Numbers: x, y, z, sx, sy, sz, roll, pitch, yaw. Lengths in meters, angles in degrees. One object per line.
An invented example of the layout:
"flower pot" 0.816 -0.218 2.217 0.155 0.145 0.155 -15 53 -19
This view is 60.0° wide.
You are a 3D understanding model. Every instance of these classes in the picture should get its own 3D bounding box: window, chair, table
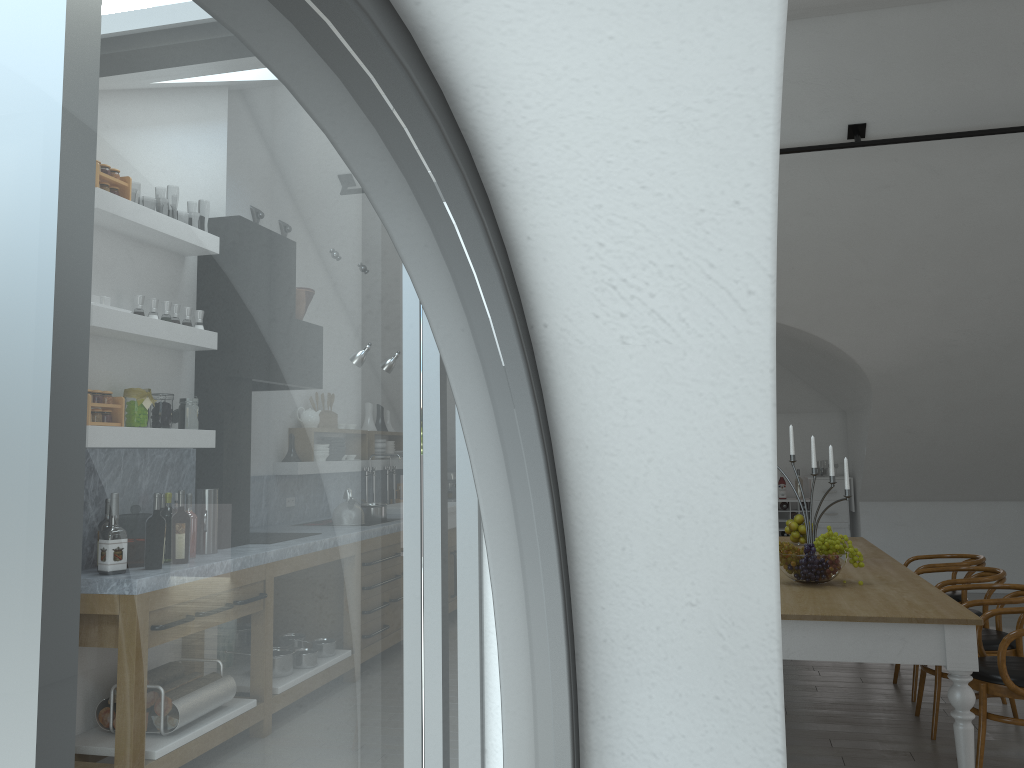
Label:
"window" -0.139 0.462 0.464 0.104 1.475 1.466 -2 -6 14
"chair" 2.646 1.483 5.325 0.621 0.737 0.526 -2 -6 9
"chair" 2.454 1.431 4.626 0.621 0.737 0.526 -2 -6 14
"chair" 2.317 1.378 3.915 0.621 0.737 0.526 -3 -6 17
"chair" 2.888 1.533 6.005 0.621 0.737 0.526 -3 -6 17
"table" 1.746 1.447 5.129 1.018 0.801 3.340 -2 -5 14

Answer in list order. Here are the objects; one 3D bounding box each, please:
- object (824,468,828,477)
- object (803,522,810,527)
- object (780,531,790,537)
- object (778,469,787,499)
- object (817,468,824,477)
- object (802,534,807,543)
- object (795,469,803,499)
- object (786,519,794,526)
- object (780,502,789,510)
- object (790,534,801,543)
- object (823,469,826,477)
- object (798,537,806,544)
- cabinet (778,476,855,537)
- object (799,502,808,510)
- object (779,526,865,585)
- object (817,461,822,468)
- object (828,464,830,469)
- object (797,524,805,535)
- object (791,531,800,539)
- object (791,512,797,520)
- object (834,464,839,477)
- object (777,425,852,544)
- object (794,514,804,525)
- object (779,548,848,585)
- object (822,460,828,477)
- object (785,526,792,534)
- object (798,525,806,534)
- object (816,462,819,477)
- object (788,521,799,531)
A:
"object" 3.472 0.983 9.835 0.071 0.099 0.071 -3 -6 22
"object" 2.055 0.982 6.169 0.058 0.057 0.053 -4 -6 28
"object" 3.050 1.653 9.787 0.156 0.086 0.330 -2 -5 15
"object" 3.011 1.119 9.883 0.081 0.331 0.081 -2 -6 10
"object" 3.376 0.970 9.696 0.081 0.105 0.081 3 -7 -38
"object" 2.055 1.077 6.183 0.063 0.064 0.063 -3 -6 25
"object" 3.185 1.112 9.834 0.085 0.332 0.085 2 -7 -27
"object" 1.961 0.981 6.245 0.062 0.060 0.062 -2 -5 15
"object" 3.016 1.349 9.824 0.092 0.094 0.358 -2 -5 15
"object" 1.982 1.073 6.196 0.080 0.074 0.078 2 -6 -31
"object" 3.425 0.985 9.766 0.077 0.085 0.077 -3 -6 22
"object" 2.007 1.082 6.132 0.049 0.050 0.051 -3 -6 18
"cabinet" 3.125 1.614 9.826 1.242 1.157 0.608 -2 -6 14
"object" 3.215 1.346 9.766 0.087 0.085 0.359 -2 -5 14
"object" 1.505 0.850 4.403 0.393 0.285 0.291 1 -6 -22
"object" 3.440 0.948 9.901 0.054 0.179 0.054 -2 -6 8
"object" 3.503 0.951 9.745 0.046 0.143 0.046 -4 -7 25
"object" 2.040 1.027 6.238 0.076 0.077 0.076 1 -6 -19
"object" 1.960 1.043 6.128 0.059 0.056 0.059 -2 -5 9
"object" 3.117 1.457 9.794 0.085 0.086 0.330 -2 -5 14
"object" 3.574 0.951 9.761 0.046 0.143 0.046 -4 -7 25
"object" 1.764 0.627 5.383 0.265 0.878 0.772 0 -6 -12
"object" 2.001 0.943 6.179 0.072 0.074 0.072 -2 -6 14
"object" 1.485 0.915 4.416 0.360 0.160 0.359 0 -5 -6
"object" 3.504 0.944 9.904 0.063 0.187 0.063 -1 -6 0
"object" 1.942 1.024 6.211 0.062 0.060 0.062 -3 -6 18
"object" 2.009 1.002 6.107 0.071 0.064 0.072 -2 -5 7
"object" 3.359 0.945 9.779 0.048 0.170 0.048 5 -8 -43
"object" 1.955 0.990 6.158 0.066 0.071 0.072 1 -6 -17
